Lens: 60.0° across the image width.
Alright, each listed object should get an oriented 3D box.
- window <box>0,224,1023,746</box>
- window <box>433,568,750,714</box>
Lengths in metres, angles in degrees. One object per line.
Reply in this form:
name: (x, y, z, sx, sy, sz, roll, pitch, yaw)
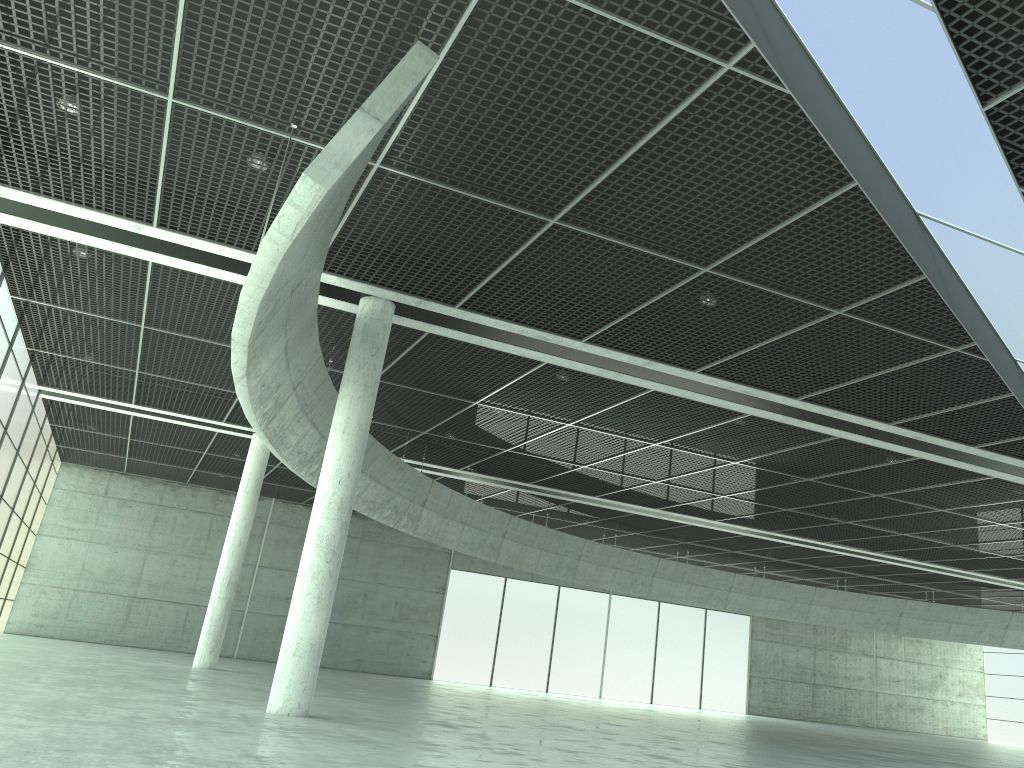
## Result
window: (29.162, 12.285, 41.129, 100.567, 16.088, 99.739, 15, -21, -20)
window: (8.848, 27.521, 84.047, 33.456, 10.667, 0.159, 15, -21, -20)
